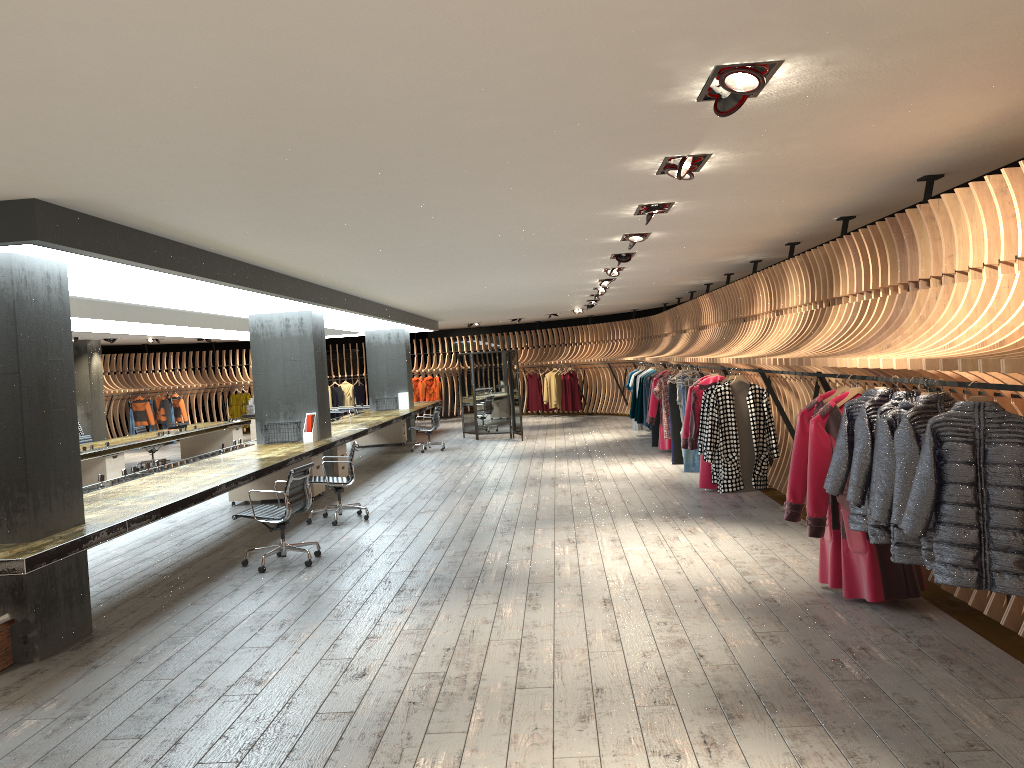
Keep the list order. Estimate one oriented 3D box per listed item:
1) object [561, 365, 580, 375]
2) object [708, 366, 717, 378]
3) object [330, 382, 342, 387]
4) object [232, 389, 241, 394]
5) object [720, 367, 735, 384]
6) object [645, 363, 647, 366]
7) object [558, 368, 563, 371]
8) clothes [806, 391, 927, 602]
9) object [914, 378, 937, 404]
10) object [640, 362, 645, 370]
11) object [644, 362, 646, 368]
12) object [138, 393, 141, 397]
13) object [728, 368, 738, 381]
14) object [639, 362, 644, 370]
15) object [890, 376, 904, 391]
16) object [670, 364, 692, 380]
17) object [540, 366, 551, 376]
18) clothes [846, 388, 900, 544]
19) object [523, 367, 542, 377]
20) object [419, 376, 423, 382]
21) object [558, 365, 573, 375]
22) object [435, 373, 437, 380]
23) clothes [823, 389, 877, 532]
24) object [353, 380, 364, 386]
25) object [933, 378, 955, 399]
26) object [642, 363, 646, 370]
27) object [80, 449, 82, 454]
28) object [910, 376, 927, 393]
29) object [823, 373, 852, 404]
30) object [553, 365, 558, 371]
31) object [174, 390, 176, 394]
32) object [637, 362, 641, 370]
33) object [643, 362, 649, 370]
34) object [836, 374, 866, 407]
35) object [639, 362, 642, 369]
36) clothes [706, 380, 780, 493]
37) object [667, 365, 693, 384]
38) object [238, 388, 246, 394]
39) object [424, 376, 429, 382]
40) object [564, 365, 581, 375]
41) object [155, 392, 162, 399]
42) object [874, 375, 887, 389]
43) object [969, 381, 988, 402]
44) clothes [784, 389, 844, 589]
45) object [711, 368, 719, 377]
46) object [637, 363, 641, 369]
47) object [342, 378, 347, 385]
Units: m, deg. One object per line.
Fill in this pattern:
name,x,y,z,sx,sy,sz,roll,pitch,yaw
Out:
object,1.599,-0.397,24.330,0.525,0.270,0.012,-4,1,3
object,2.411,-0.080,10.609,0.525,0.270,0.012,-3,1,23
object,-5.354,-0.013,26.829,0.525,0.270,0.012,-3,1,28
object,-7.933,0.191,25.526,0.525,0.270,0.012,-3,1,33
object,2.357,-0.048,9.550,0.525,0.270,0.012,-3,1,23
object,2.780,-0.303,18.225,0.524,0.285,0.013,-4,1,-2
object,1.344,-0.393,24.638,0.012,0.270,0.525,-3,1,43
clothes,2.254,0.695,5.510,0.840,1.316,0.318,-4,1,10
object,2.084,0.084,4.429,0.440,0.226,0.010,-3,1,28
object,2.753,-0.310,18.525,0.523,0.288,0.015,-3,1,13
object,2.795,-0.308,18.329,0.523,0.290,0.013,-4,1,-2
object,-9.733,0.368,23.177,0.525,0.270,0.012,-3,1,18
object,2.312,-0.037,9.227,0.525,0.270,0.012,-4,1,3
object,2.816,-0.334,18.963,0.525,0.270,0.012,-4,1,-12
object,2.122,0.066,4.881,0.440,0.226,0.010,-4,1,-7
object,2.515,-0.156,13.095,0.525,0.270,0.012,-2,1,43
object,1.009,-0.378,25.043,0.525,0.270,0.012,-5,1,-32
clothes,2.083,0.448,4.849,0.501,0.854,0.245,-4,1,-13
object,0.580,-0.360,25.428,0.525,0.270,0.012,-4,1,3
object,-2.758,-0.187,26.985,0.012,0.270,0.525,-4,1,8
object,1.499,-0.394,24.456,0.525,0.270,0.012,-4,1,-22
object,-2.289,-0.214,26.884,0.012,0.270,0.525,-4,1,-17
clothes,2.125,0.451,5.127,0.166,0.854,0.745,-4,1,-42
object,-4.684,-0.064,26.973,0.012,0.270,0.525,-3,1,28
object,2.109,0.093,4.308,0.438,0.244,0.010,-4,1,3
object,2.775,-0.315,18.417,0.525,0.270,0.012,-4,1,8
object,-6.216,0.965,12.426,0.302,0.074,0.217,-4,1,-3
object,2.122,0.080,4.585,0.438,0.242,0.016,-3,1,28
object,2.177,0.063,5.800,0.525,0.270,0.012,-3,1,33
object,1.209,-0.389,24.815,0.525,0.270,0.012,-4,1,3
object,-9.174,0.305,24.164,0.525,0.270,0.012,-3,1,33
object,2.804,-0.341,19.274,0.525,0.270,0.012,-4,1,-7
object,2.760,-0.309,18.111,0.525,0.270,0.012,-4,1,-12
object,2.171,0.081,5.527,0.523,0.291,0.015,-3,1,13
object,2.805,-0.338,19.137,0.525,0.270,0.012,-3,1,18
clothes,2.344,0.533,9.029,0.773,1.160,0.191,-4,1,-7
object,2.513,-0.150,12.882,0.525,0.270,0.012,-4,1,3
object,-7.796,0.179,25.647,0.525,0.270,0.012,-3,1,33
object,-2.512,-0.201,26.930,0.012,0.270,0.525,-3,1,33
object,1.652,-0.398,24.244,0.525,0.270,0.012,-4,1,-22
object,-9.455,0.338,23.701,0.525,0.270,0.012,-3,1,23
object,2.132,0.059,5.118,0.010,0.226,0.440,-4,1,-37
object,2.077,0.098,3.943,0.440,0.226,0.010,-2,1,43
clothes,2.197,0.687,5.792,0.839,1.312,0.321,-3,1,32
object,2.360,-0.068,10.289,0.525,0.270,0.012,-3,1,33
object,2.819,-0.346,19.418,0.525,0.270,0.012,-3,1,18
object,-5.056,-0.036,26.911,0.525,0.270,0.012,-3,1,28
